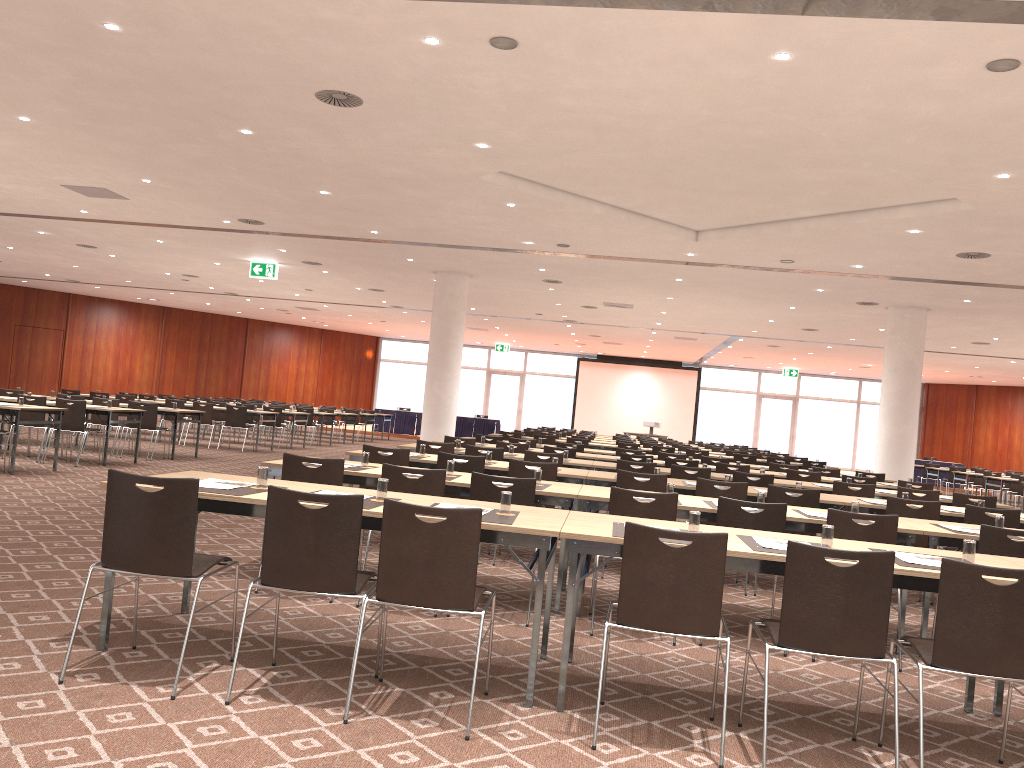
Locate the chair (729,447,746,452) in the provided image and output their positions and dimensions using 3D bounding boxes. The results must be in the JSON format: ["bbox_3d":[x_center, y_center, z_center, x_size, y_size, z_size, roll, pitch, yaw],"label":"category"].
[{"bbox_3d":[5.764,2.101,22.926,0.535,0.939,0.614,5,-1,4],"label":"chair"}]

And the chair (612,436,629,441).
[{"bbox_3d":[2.818,1.836,23.238,0.535,0.939,0.614,5,-1,8],"label":"chair"}]

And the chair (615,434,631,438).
[{"bbox_3d":[3.131,1.924,25.291,0.535,0.939,0.614,5,-1,9],"label":"chair"}]

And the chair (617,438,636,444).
[{"bbox_3d":[2.713,1.770,21.272,0.535,0.939,0.614,5,-1,8],"label":"chair"}]

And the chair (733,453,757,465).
[{"bbox_3d":[4.418,1.808,17.045,0.535,0.939,0.614,5,-1,5],"label":"chair"}]

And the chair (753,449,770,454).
[{"bbox_3d":[6.358,2.154,22.821,0.535,0.939,0.614,5,-1,8],"label":"chair"}]

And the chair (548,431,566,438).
[{"bbox_3d":[1.072,1.623,21.466,0.535,0.939,0.614,5,-1,10],"label":"chair"}]

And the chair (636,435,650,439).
[{"bbox_3d":[3.977,2.055,27.127,0.535,0.939,0.614,5,-1,6],"label":"chair"}]

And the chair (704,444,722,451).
[{"bbox_3d":[5.155,2.046,22.963,0.535,0.939,0.614,5,-1,7],"label":"chair"}]

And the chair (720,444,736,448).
[{"bbox_3d":[5.998,2.179,24.876,0.535,0.939,0.614,5,-1,7],"label":"chair"}]

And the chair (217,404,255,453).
[{"bbox_3d":[-5.634,0.906,18.230,0.535,0.939,0.614,5,-1,5],"label":"chair"}]

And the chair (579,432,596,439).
[{"bbox_3d":[1.957,1.760,23.374,0.535,0.939,0.614,5,-1,9],"label":"chair"}]

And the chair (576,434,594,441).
[{"bbox_3d":[1.722,1.680,21.354,0.535,0.939,0.614,5,-1,4],"label":"chair"}]

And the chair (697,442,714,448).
[{"bbox_3d":[5.414,2.129,25.022,0.535,0.939,0.614,5,-1,9],"label":"chair"}]

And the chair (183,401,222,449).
[{"bbox_3d":[-6.315,0.842,18.228,0.535,0.939,0.614,5,-1,6],"label":"chair"}]

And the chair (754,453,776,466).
[{"bbox_3d":[5.338,1.948,18.950,0.535,0.939,0.614,5,-1,6],"label":"chair"}]

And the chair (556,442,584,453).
[{"bbox_3d":[0.893,1.392,13.980,0.535,0.939,0.614,5,-1,8],"label":"chair"}]

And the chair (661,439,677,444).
[{"bbox_3d":[4.405,2.036,25.064,0.535,0.939,0.614,5,-1,9],"label":"chair"}]

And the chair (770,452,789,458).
[{"bbox_3d":[6.225,2.085,20.858,0.535,0.939,0.614,5,-1,6],"label":"chair"}]

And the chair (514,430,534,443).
[{"bbox_3d":[0.241,1.491,19.551,0.535,0.939,0.614,5,-1,7],"label":"chair"}]

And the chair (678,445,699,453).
[{"bbox_3d":[3.756,1.807,19.179,0.535,0.939,0.614,5,-1,4],"label":"chair"}]

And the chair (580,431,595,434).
[{"bbox_3d":[2.128,1.833,25.367,0.535,0.939,0.614,5,-1,9],"label":"chair"}]

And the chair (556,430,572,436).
[{"bbox_3d":[1.346,1.706,23.489,0.535,0.939,0.614,5,-1,7],"label":"chair"}]

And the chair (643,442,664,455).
[{"bbox_3d":[3.012,1.739,19.224,0.535,0.939,0.614,5,-1,6],"label":"chair"}]

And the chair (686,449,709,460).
[{"bbox_3d":[3.533,1.727,17.115,0.535,0.939,0.614,5,-1,8],"label":"chair"}]

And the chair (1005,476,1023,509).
[{"bbox_3d":[11.704,2.578,20.272,0.535,0.939,0.614,5,-1,6],"label":"chair"}]

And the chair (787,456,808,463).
[{"bbox_3d":[5.995,2.006,18.838,0.535,0.939,0.614,5,-1,9],"label":"chair"}]

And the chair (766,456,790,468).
[{"bbox_3d":[5.022,1.861,16.939,0.535,0.939,0.614,5,-1,5],"label":"chair"}]

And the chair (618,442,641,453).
[{"bbox_3d":[2.246,1.613,17.301,0.535,0.939,0.614,5,-1,8],"label":"chair"}]

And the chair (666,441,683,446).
[{"bbox_3d":[4.180,1.960,23.155,0.535,0.939,0.614,5,-1,4],"label":"chair"}]

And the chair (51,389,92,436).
[{"bbox_3d":[-9.175,0.586,18.565,0.535,0.939,0.614,5,-1,9],"label":"chair"}]

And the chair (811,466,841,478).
[{"bbox_3d":[4.693,1.731,13.490,0.535,0.939,0.614,5,-1,6],"label":"chair"}]

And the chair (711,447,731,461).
[{"bbox_3d":[4.912,1.968,21.056,0.535,0.939,0.614,5,-1,8],"label":"chair"}]

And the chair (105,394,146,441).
[{"bbox_3d":[-7.987,0.692,18.425,0.535,0.939,0.614,5,-1,9],"label":"chair"}]

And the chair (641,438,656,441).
[{"bbox_3d":[3.549,1.903,23.187,0.535,0.939,0.614,5,-1,5],"label":"chair"}]

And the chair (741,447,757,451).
[{"bbox_3d":[6.586,2.233,24.842,0.535,0.939,0.614,5,-1,7],"label":"chair"}]

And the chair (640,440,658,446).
[{"bbox_3d":[3.239,1.818,21.253,0.535,0.939,0.614,5,-1,7],"label":"chair"}]

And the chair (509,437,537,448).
[{"bbox_3d":[0.142,1.322,13.992,0.535,0.939,0.614,5,-1,5],"label":"chair"}]

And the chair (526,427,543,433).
[{"bbox_3d":[0.577,1.635,23.502,0.535,0.939,0.614,5,-1,8],"label":"chair"}]

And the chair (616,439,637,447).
[{"bbox_3d":[2.439,1.687,19.257,0.535,0.939,0.614,5,-1,7],"label":"chair"}]

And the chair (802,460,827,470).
[{"bbox_3d":[5.713,1.925,16.935,0.535,0.939,0.614,5,-1,9],"label":"chair"}]

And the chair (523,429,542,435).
[{"bbox_3d":[0.465,1.569,21.580,0.535,0.939,0.614,5,-1,4],"label":"chair"}]

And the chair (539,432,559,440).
[{"bbox_3d":[0.797,1.539,19.450,0.535,0.939,0.614,5,-1,9],"label":"chair"}]

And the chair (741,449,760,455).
[{"bbox_3d":[5.561,2.024,20.902,0.535,0.939,0.614,5,-1,9],"label":"chair"}]

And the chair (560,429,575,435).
[{"bbox_3d":[1.550,1.780,25.400,0.535,0.939,0.614,5,-1,6],"label":"chair"}]

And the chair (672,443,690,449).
[{"bbox_3d":[3.969,1.882,21.089,0.535,0.939,0.614,5,-1,6],"label":"chair"}]

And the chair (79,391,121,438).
[{"bbox_3d":[-8.586,0.641,18.578,0.535,0.939,0.614,5,-1,8],"label":"chair"}]

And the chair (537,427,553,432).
[{"bbox_3d":[0.919,1.726,25.552,0.535,0.939,0.614,5,-1,4],"label":"chair"}]

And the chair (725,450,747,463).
[{"bbox_3d":[4.733,1.892,18.986,0.535,0.939,0.614,5,-1,5],"label":"chair"}]

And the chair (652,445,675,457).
[{"bbox_3d":[2.904,1.673,17.266,0.535,0.939,0.614,5,-1,6],"label":"chair"}]

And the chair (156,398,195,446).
[{"bbox_3d":[-6.965,0.788,18.446,0.535,0.939,0.614,5,-1,9],"label":"chair"}]

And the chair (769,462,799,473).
[{"bbox_3d":[4.079,1.675,13.528,0.535,0.939,0.614,5,-1,6],"label":"chair"}]

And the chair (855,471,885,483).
[{"bbox_3d":[5.316,1.786,13.382,0.535,0.939,0.614,5,-1,4],"label":"chair"}]

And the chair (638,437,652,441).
[{"bbox_3d":[3.767,1.980,25.174,0.535,0.939,0.614,5,-1,10],"label":"chair"}]
